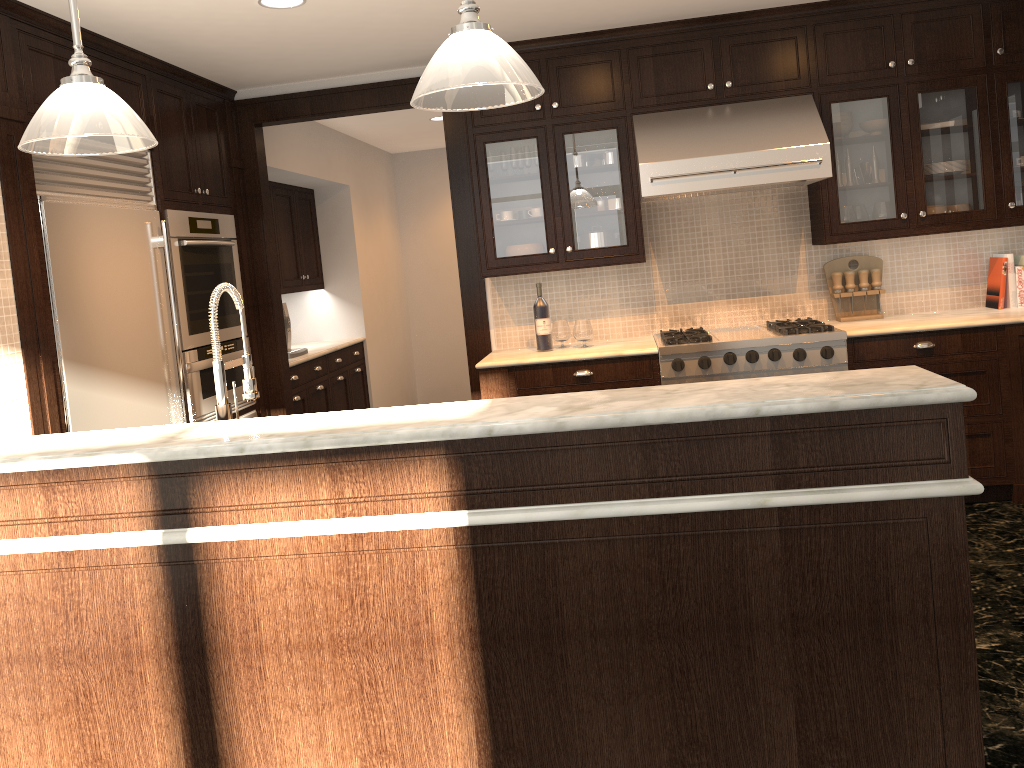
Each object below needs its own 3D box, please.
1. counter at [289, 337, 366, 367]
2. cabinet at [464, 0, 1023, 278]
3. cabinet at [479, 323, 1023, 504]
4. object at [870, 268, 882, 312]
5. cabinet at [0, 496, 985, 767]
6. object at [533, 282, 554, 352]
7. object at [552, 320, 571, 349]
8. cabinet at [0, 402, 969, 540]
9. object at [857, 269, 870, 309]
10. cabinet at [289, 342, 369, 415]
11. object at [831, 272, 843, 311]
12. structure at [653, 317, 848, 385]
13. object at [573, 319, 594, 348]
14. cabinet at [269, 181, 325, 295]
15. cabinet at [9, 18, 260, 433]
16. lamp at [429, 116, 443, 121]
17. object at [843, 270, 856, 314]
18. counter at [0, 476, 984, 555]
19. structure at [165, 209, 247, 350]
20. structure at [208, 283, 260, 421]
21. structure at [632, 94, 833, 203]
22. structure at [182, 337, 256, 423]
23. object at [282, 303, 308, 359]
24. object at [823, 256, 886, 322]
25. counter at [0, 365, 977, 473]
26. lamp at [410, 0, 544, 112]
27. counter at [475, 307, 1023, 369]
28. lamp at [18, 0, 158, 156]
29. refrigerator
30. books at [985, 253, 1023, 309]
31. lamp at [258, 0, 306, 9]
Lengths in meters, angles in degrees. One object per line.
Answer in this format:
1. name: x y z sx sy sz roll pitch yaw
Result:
1. counter: -1.677 -0.208 6.454 0.708 0.032 1.872 -5 8 8
2. cabinet: 1.307 -1.210 3.792 3.362 1.249 2.328 -5 7 7
3. cabinet: 1.455 0.306 3.858 3.363 0.876 2.336 -5 7 7
4. object: 1.988 -0.514 4.808 0.061 0.236 0.061 -7 3 -29
5. cabinet: -0.391 0.673 2.435 2.843 0.909 1.034 -5 6 7
6. object: 0.163 -0.367 4.819 0.094 0.376 0.095 -4 3 23
7. object: 0.275 -0.277 4.914 0.112 0.150 0.113 -6 5 0
8. cabinet: -0.495 0.201 2.049 2.832 0.152 0.295 -5 7 7
9. object: 1.922 -0.514 4.815 0.061 0.225 0.061 -7 3 -23
10. cabinet: -1.314 0.153 6.431 0.057 0.742 1.807 -5 7 8
11. object: 1.786 -0.501 4.832 0.061 0.228 0.061 -6 3 -11
12. structure: 1.257 0.121 4.694 0.905 0.834 0.725 -5 5 7
13. object: 0.390 -0.274 4.812 0.112 0.150 0.113 -6 5 0
14. cabinet: -1.899 -1.046 6.432 0.432 0.822 1.873 -5 7 8
15. cabinet: -1.952 -0.298 4.329 0.756 2.410 1.857 -5 5 8
16. lamp: -0.564 -2.166 6.990 0.197 0.136 0.199 -4 6 12
17. object: 1.852 -0.502 4.824 0.061 0.236 0.061 -7 3 -23
18. counter: -0.438 0.237 2.411 2.864 0.032 1.063 -5 8 7
19. structure: -1.876 -0.551 4.781 0.613 0.698 0.764 -5 6 8
20. structure: -0.775 -0.021 2.476 0.051 0.528 0.245 -5 4 7
21. structure: 1.123 -1.257 4.656 0.929 0.475 0.645 -5 6 7
22. structure: -1.866 0.002 4.812 0.664 0.387 0.769 -5 7 7
23. object: -1.695 -0.375 6.124 0.447 0.404 0.346 -5 5 7
24. object: 1.887 -0.525 4.829 0.316 0.348 0.111 -5 3 7
25. counter: -0.493 0.109 2.043 2.850 0.032 0.331 -5 8 7
26. lamp: -0.120 -1.060 2.064 0.316 0.780 0.320 -4 4 22
27. counter: 1.409 -0.147 3.837 3.363 0.032 2.336 -5 8 7
28. lamp: -1.092 -0.980 2.188 0.316 0.780 0.320 -4 4 22
29. refrigerator: -1.982 0.008 3.932 0.686 2.112 0.896 -5 3 8
30. books: 2.855 -0.583 4.702 0.602 0.310 0.195 -5 4 7
31. lamp: -0.967 -1.662 3.686 0.197 0.136 0.199 -4 6 12
